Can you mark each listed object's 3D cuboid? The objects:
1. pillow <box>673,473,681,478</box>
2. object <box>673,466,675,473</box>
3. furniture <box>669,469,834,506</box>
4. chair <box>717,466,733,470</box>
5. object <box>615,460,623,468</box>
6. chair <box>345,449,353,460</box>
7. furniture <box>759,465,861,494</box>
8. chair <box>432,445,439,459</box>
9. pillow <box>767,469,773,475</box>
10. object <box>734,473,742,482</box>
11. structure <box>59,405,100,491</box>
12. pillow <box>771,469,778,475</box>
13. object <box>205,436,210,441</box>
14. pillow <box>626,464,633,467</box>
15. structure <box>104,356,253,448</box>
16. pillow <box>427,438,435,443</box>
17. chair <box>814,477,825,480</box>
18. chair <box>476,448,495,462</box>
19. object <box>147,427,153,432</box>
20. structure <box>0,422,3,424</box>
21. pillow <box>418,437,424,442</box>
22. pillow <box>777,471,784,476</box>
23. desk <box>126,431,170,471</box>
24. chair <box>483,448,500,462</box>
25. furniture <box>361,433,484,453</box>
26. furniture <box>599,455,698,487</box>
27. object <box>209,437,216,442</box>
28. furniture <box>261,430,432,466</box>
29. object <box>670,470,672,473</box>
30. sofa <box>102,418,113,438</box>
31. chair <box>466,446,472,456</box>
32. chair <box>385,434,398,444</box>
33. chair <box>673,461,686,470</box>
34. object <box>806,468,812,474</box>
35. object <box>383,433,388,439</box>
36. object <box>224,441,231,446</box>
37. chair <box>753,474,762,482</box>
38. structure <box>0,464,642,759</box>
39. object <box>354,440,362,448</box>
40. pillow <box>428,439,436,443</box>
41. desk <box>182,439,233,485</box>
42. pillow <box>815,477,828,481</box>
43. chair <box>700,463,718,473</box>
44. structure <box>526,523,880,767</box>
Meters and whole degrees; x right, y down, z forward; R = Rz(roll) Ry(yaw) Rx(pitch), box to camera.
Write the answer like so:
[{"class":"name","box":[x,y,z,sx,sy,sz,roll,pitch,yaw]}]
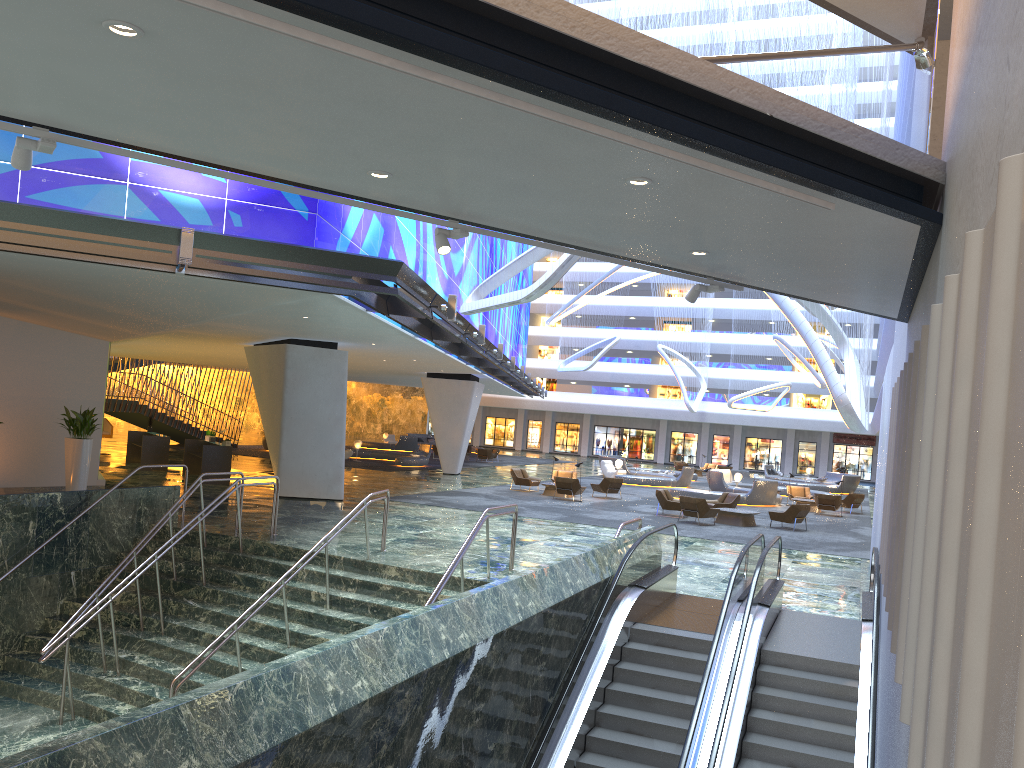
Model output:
[{"class":"pillow","box":[7.918,4.237,41.062,0.692,0.262,0.879,3,-2,30]},{"class":"object","box":[8.493,4.476,46.430,0.066,0.355,0.076,5,0,-11]},{"class":"furniture","box":[9.663,4.257,37.071,5.180,0.969,9.944,3,-3,39]},{"class":"chair","box":[12.656,5.277,52.961,0.929,0.766,0.939,5,-2,0]},{"class":"object","box":[5.145,3.829,42.592,0.367,0.387,0.318,4,-1,4]},{"class":"chair","box":[-8.066,3.097,41.487,1.158,0.882,0.728,5,-1,-24]},{"class":"furniture","box":[16.880,5.374,50.368,5.181,0.969,9.941,4,-2,18]},{"class":"chair","box":[-4.029,3.802,49.459,0.939,0.766,0.930,5,-2,-7]},{"class":"pillow","box":[15.789,5.351,54.062,0.295,0.368,0.770,4,-2,35]},{"class":"object","box":[9.723,4.011,38.102,0.366,0.387,0.318,4,-1,29]},{"class":"structure","box":[-10.053,1.505,20.552,1.022,2.050,0.773,5,-1,0]},{"class":"pillow","box":[15.996,5.341,54.017,0.315,0.386,0.786,4,-2,37]},{"class":"object","box":[-9.390,1.689,27.389,0.150,0.145,0.150,6,-2,-35]},{"class":"pillow","box":[6.356,4.485,48.654,0.443,0.207,0.444,5,-2,-17]},{"class":"structure","box":[-18.907,-0.035,44.394,11.972,6.245,16.514,4,-2,22]},{"class":"pillow","box":[-5.678,3.997,62.893,0.776,0.366,0.317,6,-2,-27]},{"class":"chair","box":[18.069,5.633,51.097,0.931,0.766,0.938,6,-2,-35]},{"class":"chair","box":[-1.501,4.000,49.384,0.928,0.766,0.940,4,-2,20]},{"class":"object","box":[-12.371,1.550,30.282,0.158,0.181,0.158,5,-1,-23]},{"class":"structure","box":[-11.268,1.337,18.795,0.773,2.050,1.022,5,-1,-7]},{"class":"pillow","box":[-6.484,3.903,62.247,0.315,0.386,0.786,4,-2,38]},{"class":"pillow","box":[16.288,5.464,54.211,0.685,0.280,0.873,6,-2,-31]},{"class":"desk","box":[-11.971,2.174,29.082,0.814,1.097,2.975,5,-2,-32]},{"class":"chair","box":[-1.261,4.099,51.334,0.940,0.766,0.929,5,-2,-30]},{"class":"furniture","box":[-6.217,3.886,59.107,5.180,0.969,9.944,3,-3,39]},{"class":"furniture","box":[6.575,4.309,44.420,5.182,0.969,9.940,4,-2,14]},{"class":"object","box":[-9.149,1.695,27.060,0.150,0.145,0.150,6,-2,-35]},{"class":"furniture","box":[-8.242,3.081,43.319,9.916,0.969,5.194,3,-3,39]},{"class":"object","box":[8.336,4.581,46.391,0.071,0.118,0.151,4,-2,32]},{"class":"sofa","box":[-18.604,1.929,37.026,3.422,1.179,1.061,7,-2,-42]},{"class":"chair","box":[-2.834,4.001,52.015,0.929,0.766,0.939,5,-2,-5]},{"class":"chair","box":[-8.049,3.808,58.924,0.729,0.881,1.156,5,-2,-24]},{"class":"chair","box":[10.513,5.188,54.983,0.930,0.766,0.938,5,-2,-25]},{"class":"object","box":[18.543,5.427,55.343,0.367,0.387,0.318,4,-1,4]},{"class":"object","box":[-8.270,3.387,58.051,0.366,0.387,0.318,4,-1,29]},{"class":"object","box":[-8.166,1.706,25.453,0.149,0.149,0.149,5,-2,-34]},{"class":"chair","box":[14.243,5.467,51.260,0.491,0.501,0.586,5,-2,-34]},{"class":"structure","box":[-6.085,5.343,6.392,9.296,8.396,19.763,4,-2,22]},{"class":"object","box":[-7.164,2.791,41.238,0.318,0.387,0.367,4,-1,29]},{"class":"pillow","box":[-5.638,4.036,62.701,0.692,0.262,0.878,4,-2,12]},{"class":"desk","box":[-9.120,2.295,26.454,0.814,1.097,2.975,5,-2,-30]},{"class":"pillow","box":[17.442,5.358,49.896,0.693,0.262,0.877,5,-2,-16]},{"class":"chair","box":[12.222,5.320,54.877,0.928,0.766,0.940,3,-2,40]},{"class":"structure","box":[0.039,5.718,4.421,3.014,8.236,19.859,4,-2,22]}]
